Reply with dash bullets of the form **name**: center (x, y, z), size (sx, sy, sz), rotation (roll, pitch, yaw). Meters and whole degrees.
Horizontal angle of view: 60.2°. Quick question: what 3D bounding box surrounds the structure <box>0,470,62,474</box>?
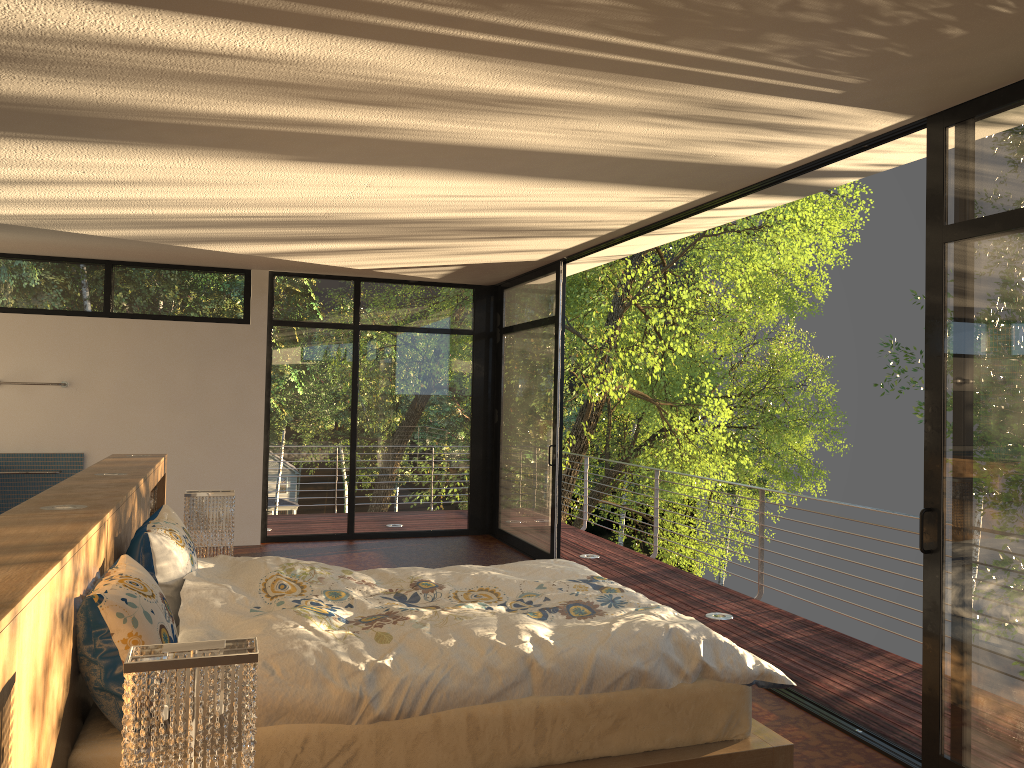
- **structure**: center (-3.994, 0.724, 7.279), size (0.516, 0.022, 0.194), rotation (2, -1, -20)

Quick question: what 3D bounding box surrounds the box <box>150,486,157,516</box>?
- **box**: center (-2.154, 0.684, 5.161), size (0.137, 0.156, 0.154), rotation (2, -1, -19)

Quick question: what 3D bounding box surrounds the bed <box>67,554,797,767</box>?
- **bed**: center (-0.335, 1.067, 3.364), size (2.202, 0.712, 1.787), rotation (2, -1, -19)

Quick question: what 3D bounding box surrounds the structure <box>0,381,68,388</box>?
- **structure**: center (-3.977, -0.003, 7.301), size (0.550, 0.056, 0.194), rotation (2, -1, -20)

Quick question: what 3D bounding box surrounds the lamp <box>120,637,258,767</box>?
- **lamp**: center (-0.643, 0.785, 1.759), size (0.252, 0.523, 0.121), rotation (2, -2, -20)

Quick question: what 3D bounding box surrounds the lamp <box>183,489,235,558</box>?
- **lamp**: center (-1.573, 0.916, 4.597), size (0.266, 0.730, 0.159), rotation (2, -2, -20)

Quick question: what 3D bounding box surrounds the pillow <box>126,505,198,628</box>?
- **pillow**: center (-1.350, 0.720, 3.412), size (0.258, 0.439, 0.608), rotation (2, -1, -15)

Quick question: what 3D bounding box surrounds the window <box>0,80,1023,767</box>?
- **window**: center (-1.848, 0.128, 2.968), size (6.997, 2.515, 10.080), rotation (2, -1, -19)

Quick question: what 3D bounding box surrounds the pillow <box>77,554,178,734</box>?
- **pillow**: center (-1.125, 0.753, 2.593), size (0.273, 0.405, 0.589), rotation (2, -1, -17)

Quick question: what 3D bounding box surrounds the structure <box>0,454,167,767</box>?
- **structure**: center (-1.472, 0.903, 2.804), size (0.315, 0.974, 5.666), rotation (2, -1, -18)
